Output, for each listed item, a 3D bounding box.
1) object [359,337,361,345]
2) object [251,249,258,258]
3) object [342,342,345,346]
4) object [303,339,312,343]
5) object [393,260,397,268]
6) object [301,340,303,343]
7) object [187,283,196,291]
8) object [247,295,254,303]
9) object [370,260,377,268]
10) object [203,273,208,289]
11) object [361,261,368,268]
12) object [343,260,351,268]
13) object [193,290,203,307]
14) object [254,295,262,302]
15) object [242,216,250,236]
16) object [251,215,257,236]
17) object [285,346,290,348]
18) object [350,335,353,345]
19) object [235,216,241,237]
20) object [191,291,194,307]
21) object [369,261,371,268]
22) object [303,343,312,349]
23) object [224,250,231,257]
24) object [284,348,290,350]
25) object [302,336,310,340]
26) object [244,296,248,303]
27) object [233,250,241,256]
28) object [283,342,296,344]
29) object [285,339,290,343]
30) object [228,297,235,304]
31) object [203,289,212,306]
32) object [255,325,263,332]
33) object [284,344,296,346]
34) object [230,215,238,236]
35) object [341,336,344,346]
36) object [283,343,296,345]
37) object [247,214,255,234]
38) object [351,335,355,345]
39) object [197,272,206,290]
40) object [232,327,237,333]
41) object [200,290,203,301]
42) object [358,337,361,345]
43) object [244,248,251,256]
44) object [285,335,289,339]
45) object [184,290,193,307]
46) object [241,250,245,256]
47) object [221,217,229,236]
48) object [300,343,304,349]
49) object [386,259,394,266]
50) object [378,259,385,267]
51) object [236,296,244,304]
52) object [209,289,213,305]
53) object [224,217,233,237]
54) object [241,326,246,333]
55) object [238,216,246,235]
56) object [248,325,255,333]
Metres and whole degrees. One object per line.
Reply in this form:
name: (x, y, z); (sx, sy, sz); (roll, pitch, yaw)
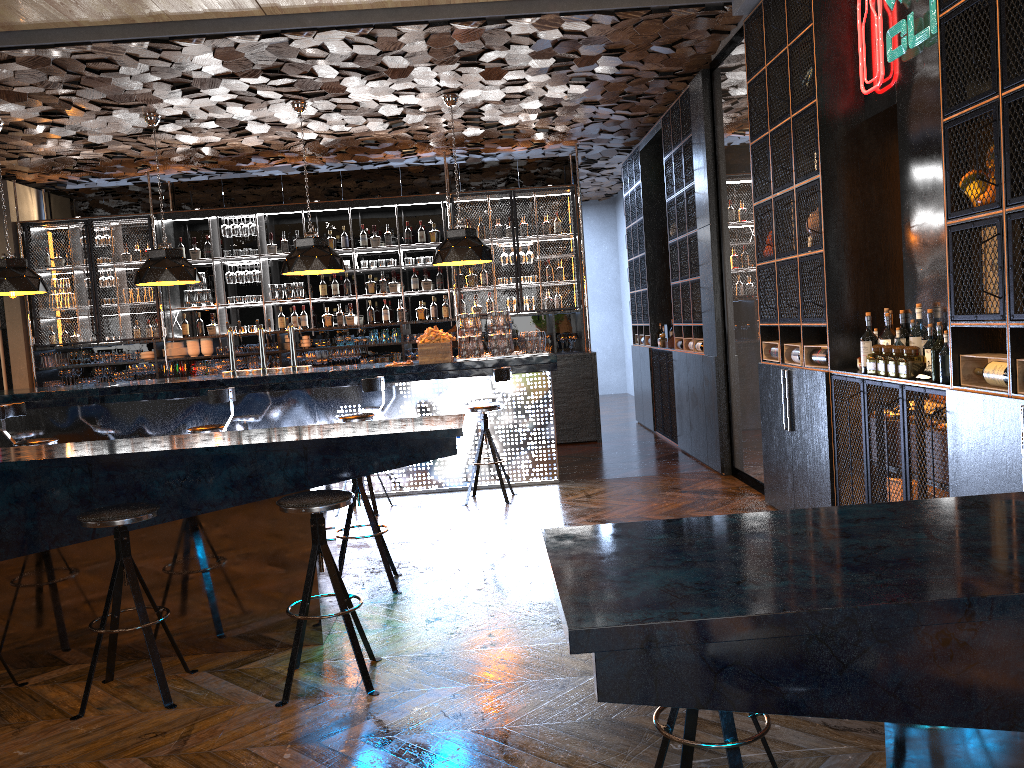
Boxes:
object: (-1.916, -0.540, 11.082); (0.098, 0.097, 0.098); (-5, 4, -10)
object: (-3.199, -1.619, 11.004); (0.089, 0.092, 0.089); (-7, 5, -33)
object: (-2.124, -0.537, 11.057); (0.100, 0.125, 0.100); (-3, 4, 12)
object: (-2.510, -0.513, 10.852); (0.094, 0.069, 0.106); (-1, 5, 40)
object: (-1.479, -1.500, 11.057); (0.089, 0.092, 0.089); (-6, 4, -27)
object: (-2.559, -0.515, 10.937); (0.094, 0.069, 0.105); (-6, 4, -24)
object: (-3.940, -1.255, 10.885); (0.105, 0.209, 0.105); (0, 5, 43)
object: (-3.193, -1.036, 10.832); (0.089, 0.092, 0.089); (-5, 4, -17)
object: (-1.701, -1.473, 10.902); (0.089, 0.092, 0.089); (-7, 5, -38)
object: (-3.831, -1.269, 10.988); (0.105, 0.209, 0.105); (0, 5, 43)
object: (-1.810, -1.464, 10.887); (0.089, 0.092, 0.089); (-6, 5, -30)
object: (-2.029, -1.468, 10.880); (0.089, 0.092, 0.089); (-5, 4, -11)
object: (-3.864, -1.051, 10.902); (0.105, 0.209, 0.105); (0, 5, 43)
object: (-3.152, -1.051, 11.014); (0.089, 0.092, 0.089); (-5, 4, -17)
object: (-3.288, -1.950, 10.943); (0.092, 0.244, 0.092); (-7, 5, -41)
object: (-3.184, -1.957, 10.946); (0.092, 0.244, 0.092); (-7, 5, -41)
object: (-2.719, -0.451, 10.861); (0.149, 0.023, 0.149); (-5, 4, -17)
object: (-2.006, -0.538, 10.938); (0.108, 0.126, 0.108); (-5, 4, -7)
object: (-3.386, -1.942, 10.941); (0.092, 0.244, 0.092); (-7, 5, -41)
object: (-3.997, -1.050, 11.015); (0.105, 0.209, 0.105); (0, 5, 43)
object: (-1.738, -1.481, 11.058); (0.089, 0.092, 0.089); (-1, 5, 38)
object: (-2.504, -0.468, 10.851); (0.106, 0.067, 0.094); (-5, 4, -13)
object: (-3.490, -1.590, 10.886); (0.089, 0.092, 0.089); (-7, 5, -33)
object: (-2.719, -0.429, 10.863); (0.149, 0.022, 0.149); (-7, 5, -33)
object: (-2.515, -0.556, 10.838); (0.094, 0.068, 0.106); (-4, 4, -2)
object: (-3.272, -1.042, 11.003); (0.089, 0.092, 0.089); (-2, 5, 30)
object: (-3.368, -1.597, 10.866); (0.089, 0.092, 0.089); (-7, 5, -33)
object: (-2.725, -0.494, 10.857); (0.149, 0.026, 0.148); (-4, 4, 5)
object: (-2.723, -0.525, 10.854); (0.107, 0.070, 0.094); (-2, 5, 29)
object: (-3.454, -1.024, 10.930); (0.089, 0.092, 0.089); (-6, 4, -23)
object: (-3.749, -1.059, 10.893); (0.105, 0.209, 0.105); (0, 5, 43)
object: (-3.112, -0.680, 10.920); (0.089, 0.092, 0.089); (-3, 4, 9)
object: (-2.720, -0.472, 10.859); (0.149, 0.026, 0.148); (-4, 4, 5)
object: (-3.381, -1.931, 10.776); (0.092, 0.244, 0.092); (-7, 5, -41)
object: (-2.118, -0.530, 10.939); (0.100, 0.125, 0.100); (-8, 5, -44)
object: (-2.722, -0.482, 10.858); (0.149, 0.025, 0.149); (-7, 5, -39)
object: (-3.179, -1.946, 10.781); (0.092, 0.244, 0.092); (-7, 5, -41)
object: (-2.011, -0.546, 11.060); (0.108, 0.126, 0.108); (-6, 5, -30)
object: (-3.824, -1.264, 10.897); (0.105, 0.209, 0.105); (0, 5, 43)
object: (-3.424, -0.655, 10.890); (0.089, 0.092, 0.089); (-6, 5, -30)
object: (-3.875, -1.058, 11.011); (0.105, 0.209, 0.105); (0, 5, 43)
object: (-1.906, -0.528, 10.902); (0.098, 0.097, 0.098); (-1, 5, 36)
object: (-3.223, -1.604, 10.820); (0.089, 0.092, 0.089); (-7, 5, -33)
object: (-2.737, -0.569, 10.851); (0.094, 0.069, 0.106); (-4, 4, 4)
object: (-3.982, -1.043, 10.898); (0.105, 0.209, 0.105); (0, 5, 43)
object: (-3.323, -1.609, 10.990); (0.089, 0.092, 0.089); (-3, 4, 9)
object: (-3.491, -1.923, 10.773); (0.092, 0.244, 0.092); (-7, 5, -41)
object: (-2.563, -0.470, 10.942); (0.106, 0.067, 0.094); (-7, 5, -39)
object: (-1.498, -1.489, 10.917); (0.089, 0.092, 0.089); (0, 5, 43)
object: (-1.596, -1.479, 10.880); (0.089, 0.092, 0.089); (-7, 5, -38)
object: (-3.338, -1.029, 10.889); (0.089, 0.092, 0.089); (-6, 4, -23)
object: (-3.765, -1.065, 11.004); (0.105, 0.209, 0.105); (0, 5, 43)
object: (-3.496, -1.934, 10.938); (0.092, 0.244, 0.092); (-7, 5, -41)
object: (-3.305, -0.663, 10.879); (0.089, 0.092, 0.089); (-7, 5, -38)
object: (-3.282, -1.939, 10.779); (0.092, 0.244, 0.092); (-7, 5, -41)
object: (-3.219, -0.676, 10.980); (0.089, 0.092, 0.089); (-3, 4, 9)
